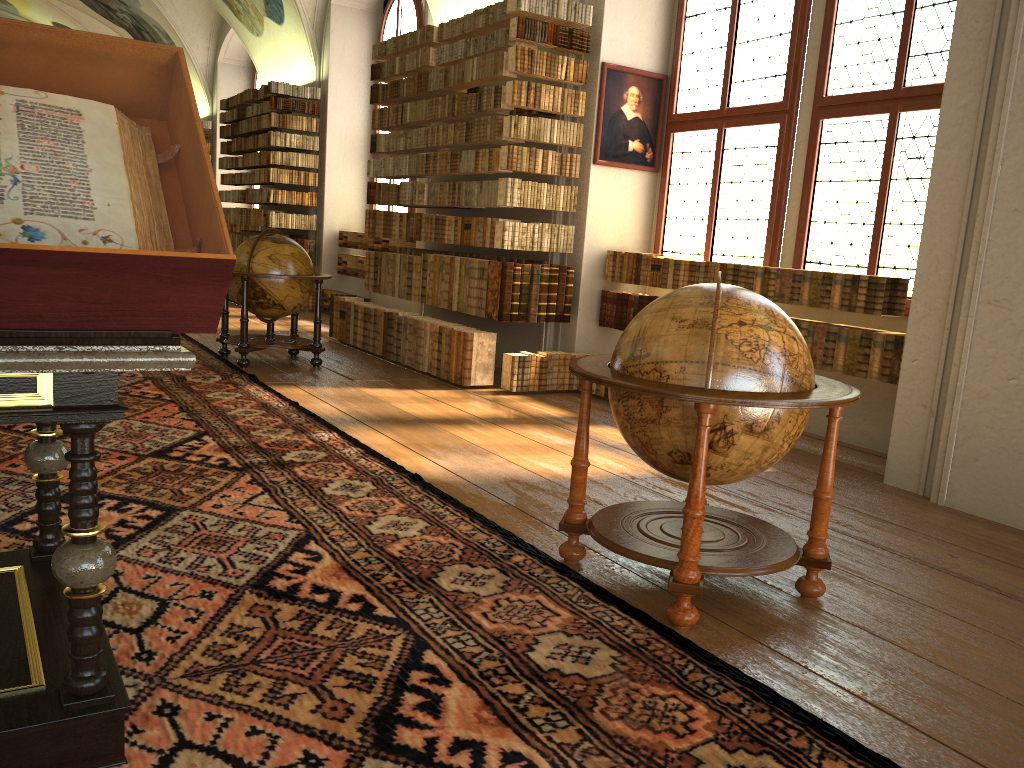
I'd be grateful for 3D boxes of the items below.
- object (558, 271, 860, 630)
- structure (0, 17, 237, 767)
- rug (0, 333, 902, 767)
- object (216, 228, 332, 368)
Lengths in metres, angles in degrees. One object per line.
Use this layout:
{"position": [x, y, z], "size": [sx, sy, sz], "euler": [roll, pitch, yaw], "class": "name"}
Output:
{"position": [0.878, 0.214, 4.061], "size": [1.278, 1.454, 1.275], "euler": [5, 10, 5], "class": "object"}
{"position": [-1.695, -0.005, 2.603], "size": [1.245, 1.988, 1.885], "euler": [-2, 12, -32], "class": "structure"}
{"position": [-6.840, -0.824, 11.154], "size": [4.702, 0.064, 36.791], "euler": [-2, 11, -32], "class": "rug"}
{"position": [-2.616, -0.956, 9.637], "size": [1.278, 1.454, 1.276], "euler": [8, 11, 20], "class": "object"}
